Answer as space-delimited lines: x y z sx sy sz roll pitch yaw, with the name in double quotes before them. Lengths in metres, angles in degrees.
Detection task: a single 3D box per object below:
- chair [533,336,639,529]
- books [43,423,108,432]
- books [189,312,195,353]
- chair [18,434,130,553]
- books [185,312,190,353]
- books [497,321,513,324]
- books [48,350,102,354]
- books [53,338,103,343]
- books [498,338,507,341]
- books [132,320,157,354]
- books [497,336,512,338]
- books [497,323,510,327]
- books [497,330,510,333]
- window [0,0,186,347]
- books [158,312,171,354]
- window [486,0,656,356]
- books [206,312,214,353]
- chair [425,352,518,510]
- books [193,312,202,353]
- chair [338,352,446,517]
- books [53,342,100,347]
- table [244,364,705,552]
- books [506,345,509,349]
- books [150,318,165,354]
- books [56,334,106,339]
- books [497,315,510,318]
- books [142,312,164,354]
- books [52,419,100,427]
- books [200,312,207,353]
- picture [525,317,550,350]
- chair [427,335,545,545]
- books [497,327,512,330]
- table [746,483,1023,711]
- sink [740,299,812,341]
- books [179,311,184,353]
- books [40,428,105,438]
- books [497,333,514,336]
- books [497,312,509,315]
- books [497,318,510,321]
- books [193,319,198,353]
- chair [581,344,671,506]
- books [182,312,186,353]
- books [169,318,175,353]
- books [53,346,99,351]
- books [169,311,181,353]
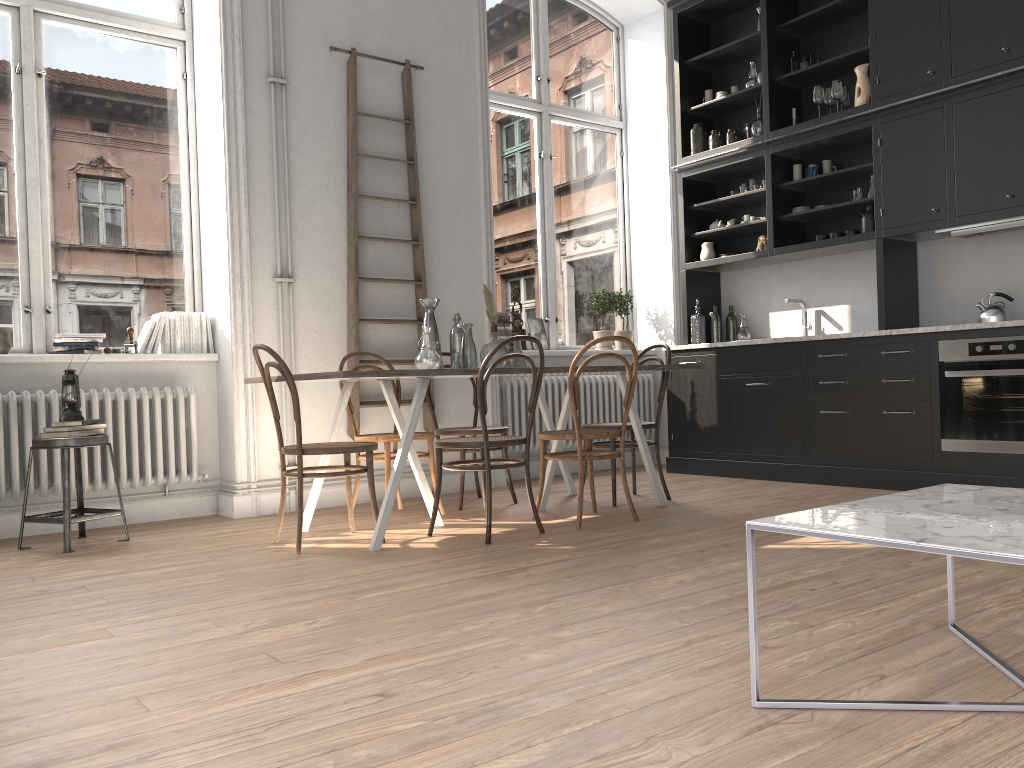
"chair" 0.372 0.233 4.478 0.438 0.920 0.549 -2 0 -26
"books" -2.128 0.213 4.328 0.163 0.029 0.232 -2 0 24
"books" -1.905 -0.296 5.210 0.019 0.244 0.174 -2 0 -37
"chair" -2.119 0.514 4.284 0.360 0.523 0.364 -2 0 26
"books" -1.936 -0.294 5.215 0.024 0.243 0.175 -2 0 -37
"books" -0.143 -0.449 6.536 0.243 0.019 0.174 -2 0 -37
"books" -2.380 -0.169 4.835 0.221 0.023 0.147 -2 0 12
"books" -2.363 -0.235 4.828 0.155 0.020 0.205 -2 0 43
"books" -0.138 -0.319 6.521 0.249 0.023 0.175 -2 0 -37
"books" -2.102 -0.266 5.066 0.105 0.194 0.155 -2 0 -38
"books" -0.140 -0.338 6.539 0.255 0.014 0.192 -2 0 -34
"books" -0.138 -0.429 6.538 0.205 0.022 0.155 -2 0 -42
"books" -0.136 -0.384 6.539 0.205 0.022 0.155 -2 0 -23
"window" -2.657 -1.618 4.872 1.622 2.843 0.013 -2 0 -37
"books" -2.024 -0.291 5.148 0.024 0.243 0.175 -2 0 -37
"window" 3.310 -6.159 13.239 14.383 15.936 26.401 -2 0 -37
"books" -1.824 -0.298 5.272 0.040 0.244 0.174 -2 0 -37
"chair" -0.269 0.256 5.315 0.438 0.920 0.549 -2 0 -30
"books" -1.882 -0.296 5.255 0.024 0.243 0.175 -2 0 -37
"chair" -0.678 0.269 4.905 0.438 0.920 0.549 -2 0 -39
"books" -2.372 -0.214 4.836 0.221 0.023 0.147 -2 0 -21
"table" -0.126 0.319 4.686 2.200 0.780 1.100 -2 0 -37
"books" -0.138 -0.263 6.521 0.248 0.043 0.192 -2 0 -37
"books" -2.049 -0.271 5.103 0.072 0.203 0.155 -2 0 -37
"books" -2.361 -0.260 4.856 0.243 0.019 0.174 -2 0 -27
"books" -0.140 -0.492 6.538 0.205 0.020 0.155 -2 0 -37
"books" -2.069 -0.287 5.086 0.100 0.235 0.174 -2 0 -37
"books" -2.128 0.191 4.329 0.147 0.027 0.221 -2 0 -5
"books" -1.850 -0.297 5.255 0.024 0.243 0.175 -2 0 -37
"picture" 0.168 -0.376 6.828 0.149 0.264 0.221 -2 0 36
"chair" -0.115 0.249 4.153 0.438 0.920 0.549 -2 0 -42
"books" -0.138 -0.407 6.545 0.222 0.024 0.158 -2 0 -37
"table" 1.095 0.465 1.793 0.849 0.392 0.849 -2 0 -37
"sink" 1.903 -0.343 6.188 0.514 0.505 0.526 -2 0 -37
"books" -1.955 -0.294 5.173 0.019 0.244 0.174 -2 0 -37
"books" -2.135 0.239 4.318 0.194 0.034 0.246 -2 0 3
"books" -0.142 -0.359 6.540 0.245 0.028 0.193 -2 0 -42
"books" -0.151 -0.514 6.542 0.159 0.024 0.201 -2 0 43
"books" -0.150 -0.470 6.530 0.231 0.023 0.162 -2 0 -22
"books" -1.887 -0.277 5.225 0.020 0.205 0.155 -2 0 -37
"chair" 0.674 0.224 5.238 0.549 0.920 0.438 -2 0 -25
"books" -1.950 -0.294 5.198 0.019 0.244 0.174 -2 0 -37
"books" -1.990 -0.274 5.147 0.020 0.205 0.155 -2 0 -37
"books" -2.374 -0.192 4.836 0.205 0.022 0.155 -2 0 -17
"books" -1.967 -0.293 5.152 0.024 0.243 0.175 -2 0 -37
